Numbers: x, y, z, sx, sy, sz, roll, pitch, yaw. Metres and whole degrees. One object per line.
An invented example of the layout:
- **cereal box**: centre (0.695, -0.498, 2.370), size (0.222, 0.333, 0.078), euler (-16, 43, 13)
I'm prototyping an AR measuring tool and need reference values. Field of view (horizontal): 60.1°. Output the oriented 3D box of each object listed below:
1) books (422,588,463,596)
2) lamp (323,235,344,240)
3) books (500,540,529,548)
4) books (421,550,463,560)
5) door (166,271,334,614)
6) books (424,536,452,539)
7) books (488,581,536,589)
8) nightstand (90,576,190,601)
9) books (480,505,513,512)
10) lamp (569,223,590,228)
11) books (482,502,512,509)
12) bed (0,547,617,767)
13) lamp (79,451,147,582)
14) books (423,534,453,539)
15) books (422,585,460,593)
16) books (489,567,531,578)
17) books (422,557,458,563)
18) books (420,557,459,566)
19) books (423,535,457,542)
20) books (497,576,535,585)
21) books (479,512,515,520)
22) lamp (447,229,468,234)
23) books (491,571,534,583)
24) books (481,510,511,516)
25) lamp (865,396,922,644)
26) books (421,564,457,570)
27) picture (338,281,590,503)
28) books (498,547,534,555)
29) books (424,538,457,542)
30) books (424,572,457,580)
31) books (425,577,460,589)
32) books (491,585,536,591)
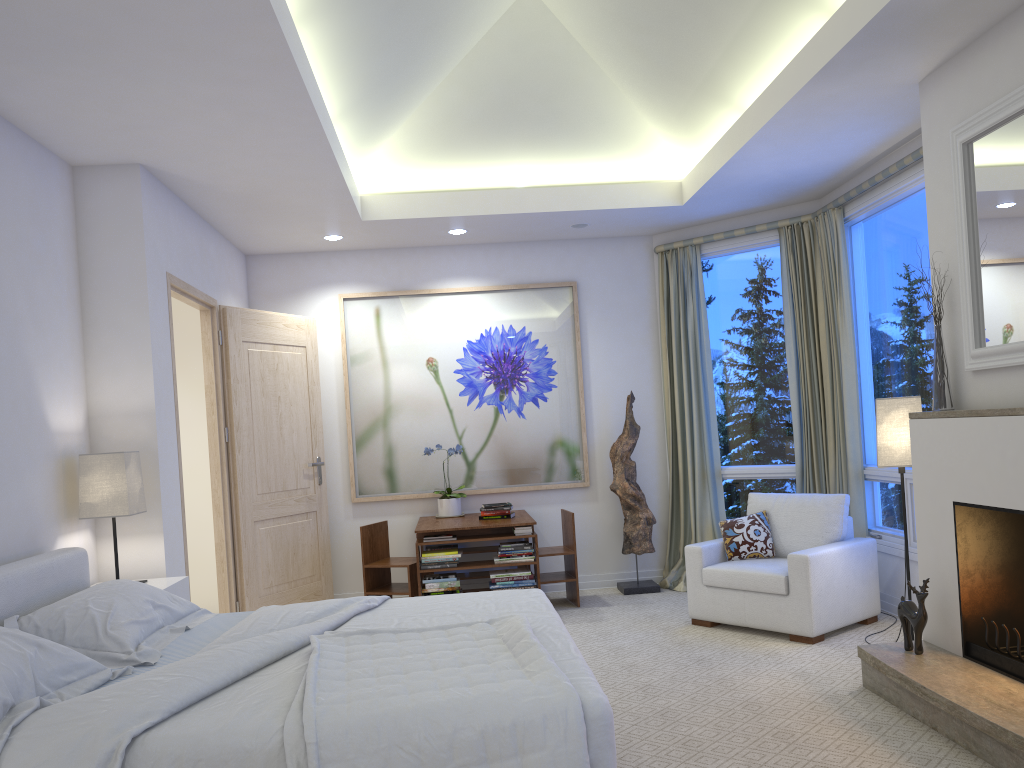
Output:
- **books**: centre (-0.425, 1.285, 5.431), size (0.242, 0.019, 0.169), euler (-3, -3, -4)
- **lamp**: centre (-1.169, -0.951, 5.794), size (0.137, 0.014, 0.137), euler (-2, -3, -32)
- **books**: centre (0.014, 0.990, 5.480), size (0.177, 0.017, 0.113), euler (-3, -3, -4)
- **books**: centre (-0.428, 1.053, 5.452), size (0.239, 0.019, 0.173), euler (-4, -3, 1)
- **door**: centre (-1.613, 0.517, 5.245), size (0.361, 2.055, 1.783), euler (-4, -1, 13)
- **books**: centre (-0.454, 0.938, 5.444), size (0.174, 0.008, 0.111), euler (-3, -3, -4)
- **books**: centre (0.000, 1.231, 5.475), size (0.284, 0.018, 0.182), euler (-3, -3, -4)
- **nightstand**: centre (-1.564, 1.112, 2.743), size (0.400, 0.599, 2.553), euler (-4, -3, -4)
- **books**: centre (-0.100, 0.812, 5.785), size (0.205, 0.020, 0.125), euler (-4, -3, 6)
- **lamp**: centre (0.451, -1.049, 5.905), size (0.137, 0.014, 0.137), euler (-2, -3, -32)
- **books**: centre (-0.100, 0.793, 5.784), size (0.180, 0.018, 0.125), euler (-3, -3, -9)
- **bed**: centre (-0.786, 0.961, 2.865), size (2.019, 0.814, 1.972), euler (-3, -3, -5)
- **lamp**: centre (-1.721, 0.587, 3.831), size (0.210, 0.582, 0.210), euler (-4, 0, -4)
- **books**: centre (-0.454, 0.938, 5.444), size (0.177, 0.009, 0.113), euler (-3, -3, -4)
- **books**: centre (-0.434, 1.246, 5.420), size (0.233, 0.022, 0.141), euler (-3, -3, -4)
- **books**: centre (-0.014, 1.168, 5.480), size (0.249, 0.022, 0.180), euler (-3, -3, -4)
- **books**: centre (-0.441, 1.072, 5.441), size (0.222, 0.020, 0.154), euler (-3, -3, -4)
- **books**: centre (-0.443, 1.091, 5.435), size (0.234, 0.019, 0.143), euler (-3, -3, -4)
- **books**: centre (-0.441, 0.949, 5.438), size (0.201, 0.015, 0.140), euler (-3, -3, -4)
- **books**: centre (0.025, 1.214, 5.475), size (0.234, 0.018, 0.169), euler (-4, -3, 1)
- **books**: centre (-0.097, 0.864, 5.794), size (0.212, 0.027, 0.154), euler (-4, -3, 11)
- **lamp**: centre (-0.360, -1.000, 5.850), size (0.137, 0.014, 0.137), euler (-2, -3, -32)
- **books**: centre (-0.001, 1.193, 5.481), size (0.257, 0.033, 0.156), euler (-3, -3, -4)
- **books**: centre (-0.104, 0.837, 5.785), size (0.190, 0.031, 0.132), euler (-4, -3, 1)
- **lamp**: centre (1.919, 0.692, 4.769), size (0.276, 1.205, 1.529), euler (-4, -2, 8)
- **books**: centre (-0.446, 1.111, 5.436), size (0.217, 0.020, 0.157), euler (-3, -3, -4)
- **picture**: centre (-0.330, 0.051, 6.254), size (1.680, 1.460, 0.030), euler (-4, 0, -4)
- **books**: centre (0.022, 1.031, 5.481), size (0.217, 0.017, 0.137), euler (-3, -3, -4)
- **books**: centre (-0.440, 0.949, 5.438), size (0.201, 0.014, 0.136), euler (-3, -3, -4)
- **books**: centre (-0.438, 1.177, 5.420), size (0.198, 0.017, 0.114), euler (-3, -3, -4)
- **books**: centre (-0.423, 1.218, 5.420), size (0.208, 0.036, 0.144), euler (-3, -3, -4)
- **books**: centre (0.005, 1.253, 5.489), size (0.276, 0.032, 0.192), euler (-3, -3, -4)
